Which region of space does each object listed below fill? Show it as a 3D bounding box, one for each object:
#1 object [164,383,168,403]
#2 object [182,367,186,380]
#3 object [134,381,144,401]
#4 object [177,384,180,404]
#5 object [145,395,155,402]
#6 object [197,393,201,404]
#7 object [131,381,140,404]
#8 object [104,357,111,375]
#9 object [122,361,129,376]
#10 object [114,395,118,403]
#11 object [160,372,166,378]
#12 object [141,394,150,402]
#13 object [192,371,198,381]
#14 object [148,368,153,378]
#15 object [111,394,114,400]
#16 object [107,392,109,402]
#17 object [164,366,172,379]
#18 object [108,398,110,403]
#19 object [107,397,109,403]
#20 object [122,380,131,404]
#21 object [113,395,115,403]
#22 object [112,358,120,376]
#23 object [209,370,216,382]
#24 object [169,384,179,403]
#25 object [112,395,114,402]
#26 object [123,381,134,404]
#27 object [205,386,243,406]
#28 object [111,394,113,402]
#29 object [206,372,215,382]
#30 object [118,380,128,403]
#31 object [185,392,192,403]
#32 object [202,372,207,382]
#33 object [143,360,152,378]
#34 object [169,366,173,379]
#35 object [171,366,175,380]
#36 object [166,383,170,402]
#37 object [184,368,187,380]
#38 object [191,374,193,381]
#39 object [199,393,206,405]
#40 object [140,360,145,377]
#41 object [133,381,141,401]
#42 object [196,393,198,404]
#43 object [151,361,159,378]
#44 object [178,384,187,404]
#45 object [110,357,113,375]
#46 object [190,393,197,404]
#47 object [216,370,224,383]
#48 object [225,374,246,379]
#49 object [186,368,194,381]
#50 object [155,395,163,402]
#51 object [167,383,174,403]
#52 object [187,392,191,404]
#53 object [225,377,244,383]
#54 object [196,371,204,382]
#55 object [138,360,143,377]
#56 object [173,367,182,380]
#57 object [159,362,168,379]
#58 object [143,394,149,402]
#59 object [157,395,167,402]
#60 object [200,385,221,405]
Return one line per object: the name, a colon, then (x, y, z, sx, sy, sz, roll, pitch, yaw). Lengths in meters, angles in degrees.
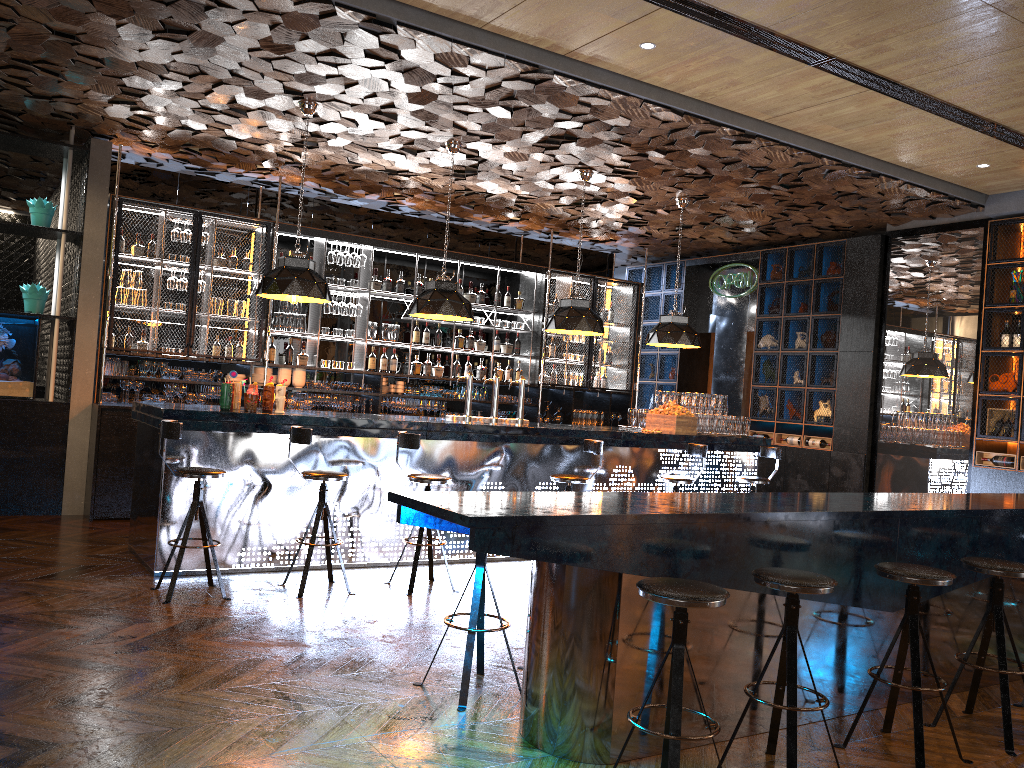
object: (-3.550, 0.104, 9.149, 0.088, 0.229, 0.077, 4, -1, 32)
object: (-3.368, -0.103, 9.158, 0.074, 0.131, 0.074, 4, -1, -20)
object: (-3.689, 0.090, 8.764, 0.091, 0.227, 0.091, 4, -1, -10)
object: (-3.430, 0.113, 9.159, 0.088, 0.229, 0.077, 5, -1, -31)
object: (-3.599, 0.160, 8.821, 0.093, 0.101, 0.093, 4, -1, 26)
object: (-3.245, 0.168, 9.225, 0.065, 0.146, 0.074, 4, -1, -10)
object: (-3.743, 0.087, 8.853, 0.091, 0.227, 0.091, 4, -1, 21)
object: (-3.930, -0.174, 8.611, 0.067, 0.174, 0.067, 4, -1, -24)
object: (-3.791, -0.152, 8.692, 0.051, 0.152, 0.058, 5, -1, -27)
object: (-3.875, 0.151, 8.669, 0.034, 0.080, 0.034, 4, -1, 22)
object: (-3.557, -0.119, 9.081, 0.081, 0.132, 0.081, 4, -1, 30)
object: (-3.710, 0.154, 9.000, 0.093, 0.101, 0.093, 3, -1, 44)
object: (-3.252, -0.080, 9.128, 0.078, 0.103, 0.078, 4, -1, 11)
object: (-3.664, -0.146, 9.023, 0.087, 0.170, 0.087, 4, -1, 18)
object: (-4.018, 0.143, 8.896, 0.034, 0.080, 0.034, 4, -1, -23)
object: (-4.011, 0.133, 8.801, 0.031, 0.098, 0.031, 4, -1, -1)
object: (-3.479, -0.115, 8.957, 0.081, 0.132, 0.081, 4, -1, 30)
object: (-3.934, 0.137, 8.672, 0.031, 0.098, 0.031, 4, -1, 31)
object: (-3.973, 0.135, 8.736, 0.031, 0.098, 0.031, 4, -1, 13)
object: (-3.826, 0.080, 8.808, 0.091, 0.227, 0.091, 4, -1, 7)
object: (-3.902, 0.150, 8.710, 0.034, 0.080, 0.034, 4, -1, 25)
object: (-3.869, -0.169, 8.663, 0.067, 0.174, 0.067, 4, -1, 7)
object: (-3.172, -0.086, 9.390, 0.074, 0.131, 0.074, 4, -1, -20)
object: (-3.407, 0.111, 8.925, 0.088, 0.229, 0.077, 4, -1, -19)
object: (-3.947, 0.147, 8.786, 0.034, 0.080, 0.034, 4, -1, 40)
object: (-3.769, 0.083, 8.716, 0.091, 0.227, 0.091, 4, -1, 20)
object: (-3.015, 0.146, 9.293, 0.376, 0.227, 0.186, 5, -1, -34)
object: (-3.995, 0.145, 8.856, 0.034, 0.080, 0.034, 4, -1, -23)
object: (-3.100, -0.068, 9.116, 0.078, 0.099, 0.078, 4, -1, 25)
object: (-3.904, 0.076, 8.917, 0.091, 0.227, 0.091, 5, -1, -29)
object: (-3.374, 0.159, 9.249, 0.065, 0.146, 0.074, 4, -1, -3)
object: (-3.176, -0.073, 9.175, 0.078, 0.099, 0.078, 4, -1, 25)
object: (-3.619, -0.146, 8.785, 0.087, 0.170, 0.087, 4, -1, 18)
object: (-3.514, -0.115, 9.169, 0.081, 0.132, 0.081, 4, -1, 30)
object: (-3.448, -0.111, 9.058, 0.081, 0.132, 0.081, 4, -1, 30)
object: (-3.502, 0.106, 9.070, 0.077, 0.229, 0.088, 4, -1, -17)
object: (-3.321, -0.101, 9.086, 0.074, 0.131, 0.074, 4, -1, -20)
object: (-3.303, -0.083, 9.204, 0.078, 0.103, 0.078, 4, -1, 11)
object: (-3.187, 0.171, 9.135, 0.074, 0.146, 0.065, 5, -1, -38)
object: (-3.683, -0.149, 8.885, 0.087, 0.170, 0.087, 4, -1, 18)
object: (-3.802, 0.084, 8.954, 0.091, 0.227, 0.091, 4, -1, 20)
object: (-3.297, 0.166, 9.314, 0.074, 0.146, 0.065, 4, -1, -10)
object: (-3.587, -0.142, 8.901, 0.087, 0.170, 0.087, 4, -1, 18)
object: (-3.368, 0.116, 9.053, 0.088, 0.229, 0.077, 5, -1, -33)
object: (-3.917, -0.172, 8.724, 0.067, 0.174, 0.067, 4, -1, -7)
object: (-3.265, 0.165, 9.080, 0.065, 0.146, 0.074, 4, -1, 34)
object: (-3.052, -0.079, 9.256, 0.074, 0.131, 0.074, 4, -1, -20)
object: (-2.903, -0.074, 9.327, 0.211, 0.060, 0.209, 4, -1, 12)
object: (-3.277, -0.098, 9.011, 0.074, 0.131, 0.074, 4, -1, -20)
object: (-3.570, 0.164, 8.966, 0.093, 0.101, 0.093, 4, -1, -12)
object: (-3.455, 0.109, 9.003, 0.077, 0.229, 0.088, 4, -1, 17)
object: (-3.322, 0.162, 9.167, 0.065, 0.146, 0.074, 4, -1, -20)
object: (-2.907, -0.033, 9.326, 0.209, 0.060, 0.211, 4, -1, 17)
object: (-3.188, -0.077, 9.069, 0.078, 0.103, 0.078, 4, -1, 11)
object: (-3.746, -0.153, 8.985, 0.087, 0.170, 0.087, 4, -1, 18)
object: (-3.381, -0.108, 8.958, 0.081, 0.132, 0.081, 4, -1, 30)
object: (-3.486, -0.135, 8.857, 0.087, 0.170, 0.087, 4, -1, 18)
object: (-3.655, 0.157, 8.910, 0.093, 0.101, 0.093, 4, -1, 18)
object: (-3.507, 0.167, 8.880, 0.093, 0.101, 0.093, 4, -1, 20)
object: (-3.120, 0.141, 9.459, 0.376, 0.227, 0.186, 5, -1, -34)
